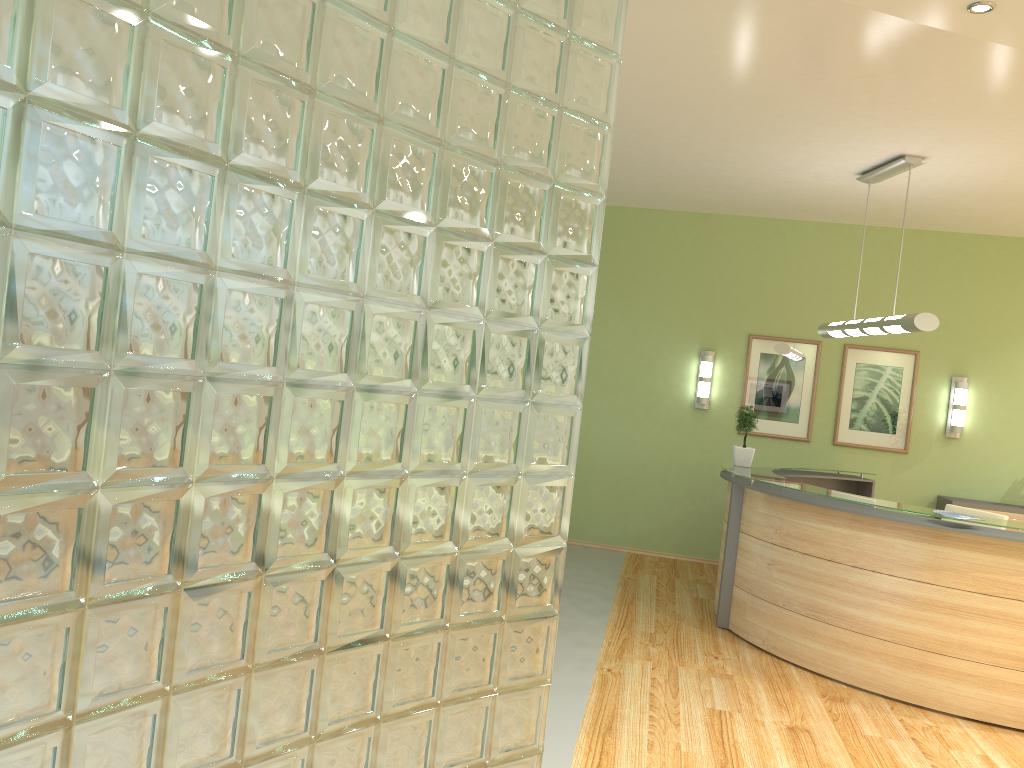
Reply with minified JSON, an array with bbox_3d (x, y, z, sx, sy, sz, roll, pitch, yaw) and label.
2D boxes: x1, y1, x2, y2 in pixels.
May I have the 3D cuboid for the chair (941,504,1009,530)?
[{"bbox_3d":[3.167,1.437,6.535,0.652,1.048,0.584,6,1,-27],"label":"chair"}]

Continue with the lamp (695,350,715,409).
[{"bbox_3d":[1.921,-0.042,8.835,0.134,0.580,0.142,7,1,10],"label":"lamp"}]

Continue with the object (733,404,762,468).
[{"bbox_3d":[1.888,0.414,7.183,0.216,0.507,0.230,7,1,36],"label":"object"}]

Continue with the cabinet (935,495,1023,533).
[{"bbox_3d":[4.526,1.605,8.161,1.115,0.966,0.501,7,1,10],"label":"cabinet"}]

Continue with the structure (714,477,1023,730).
[{"bbox_3d":[2.461,1.347,6.556,1.837,1.049,3.673,6,1,-5],"label":"structure"}]

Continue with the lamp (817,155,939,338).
[{"bbox_3d":[2.714,-0.980,6.529,0.197,1.249,1.470,6,1,-5],"label":"lamp"}]

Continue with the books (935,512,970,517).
[{"bbox_3d":[2.598,0.769,5.175,0.210,0.004,0.150,6,1,-5],"label":"books"}]

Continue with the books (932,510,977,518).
[{"bbox_3d":[2.628,0.772,5.258,0.150,0.004,0.210,6,1,-45],"label":"books"}]

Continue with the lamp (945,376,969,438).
[{"bbox_3d":[4.238,0.222,8.425,0.134,0.580,0.142,7,1,10],"label":"lamp"}]

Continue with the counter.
[{"bbox_3d":[2.525,0.787,6.550,1.837,0.078,3.674,6,1,-5],"label":"counter"}]

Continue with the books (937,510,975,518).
[{"bbox_3d":[2.616,0.771,5.244,0.210,0.004,0.150,7,1,35],"label":"books"}]

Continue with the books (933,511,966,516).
[{"bbox_3d":[2.598,0.769,5.193,0.210,0.004,0.150,6,1,5],"label":"books"}]

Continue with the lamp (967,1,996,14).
[{"bbox_3d":[1.887,-1.513,3.568,0.105,0.011,0.105,6,1,-20],"label":"lamp"}]

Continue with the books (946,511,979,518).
[{"bbox_3d":[2.642,0.773,5.270,0.150,0.004,0.210,6,1,-35],"label":"books"}]

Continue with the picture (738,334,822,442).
[{"bbox_3d":[2.645,0.040,8.766,0.700,1.000,0.025,7,1,10],"label":"picture"}]

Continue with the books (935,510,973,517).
[{"bbox_3d":[2.607,0.770,5.228,0.210,0.004,0.150,7,1,25],"label":"books"}]

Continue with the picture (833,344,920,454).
[{"bbox_3d":[3.536,0.142,8.608,0.700,1.000,0.025,7,1,10],"label":"picture"}]

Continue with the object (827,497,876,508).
[{"bbox_3d":[2.259,0.950,5.929,0.206,0.405,0.411,6,1,-30],"label":"object"}]

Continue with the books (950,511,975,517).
[{"bbox_3d":[2.658,0.775,5.279,0.150,0.004,0.210,6,1,-25],"label":"books"}]

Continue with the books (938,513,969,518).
[{"bbox_3d":[2.601,0.770,5.157,0.210,0.004,0.150,6,1,-15],"label":"books"}]

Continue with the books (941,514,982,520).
[{"bbox_3d":[2.607,0.770,5.139,0.210,0.004,0.150,6,1,-25],"label":"books"}]

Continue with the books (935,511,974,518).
[{"bbox_3d":[2.601,0.769,5.211,0.210,0.004,0.150,7,1,15],"label":"books"}]
